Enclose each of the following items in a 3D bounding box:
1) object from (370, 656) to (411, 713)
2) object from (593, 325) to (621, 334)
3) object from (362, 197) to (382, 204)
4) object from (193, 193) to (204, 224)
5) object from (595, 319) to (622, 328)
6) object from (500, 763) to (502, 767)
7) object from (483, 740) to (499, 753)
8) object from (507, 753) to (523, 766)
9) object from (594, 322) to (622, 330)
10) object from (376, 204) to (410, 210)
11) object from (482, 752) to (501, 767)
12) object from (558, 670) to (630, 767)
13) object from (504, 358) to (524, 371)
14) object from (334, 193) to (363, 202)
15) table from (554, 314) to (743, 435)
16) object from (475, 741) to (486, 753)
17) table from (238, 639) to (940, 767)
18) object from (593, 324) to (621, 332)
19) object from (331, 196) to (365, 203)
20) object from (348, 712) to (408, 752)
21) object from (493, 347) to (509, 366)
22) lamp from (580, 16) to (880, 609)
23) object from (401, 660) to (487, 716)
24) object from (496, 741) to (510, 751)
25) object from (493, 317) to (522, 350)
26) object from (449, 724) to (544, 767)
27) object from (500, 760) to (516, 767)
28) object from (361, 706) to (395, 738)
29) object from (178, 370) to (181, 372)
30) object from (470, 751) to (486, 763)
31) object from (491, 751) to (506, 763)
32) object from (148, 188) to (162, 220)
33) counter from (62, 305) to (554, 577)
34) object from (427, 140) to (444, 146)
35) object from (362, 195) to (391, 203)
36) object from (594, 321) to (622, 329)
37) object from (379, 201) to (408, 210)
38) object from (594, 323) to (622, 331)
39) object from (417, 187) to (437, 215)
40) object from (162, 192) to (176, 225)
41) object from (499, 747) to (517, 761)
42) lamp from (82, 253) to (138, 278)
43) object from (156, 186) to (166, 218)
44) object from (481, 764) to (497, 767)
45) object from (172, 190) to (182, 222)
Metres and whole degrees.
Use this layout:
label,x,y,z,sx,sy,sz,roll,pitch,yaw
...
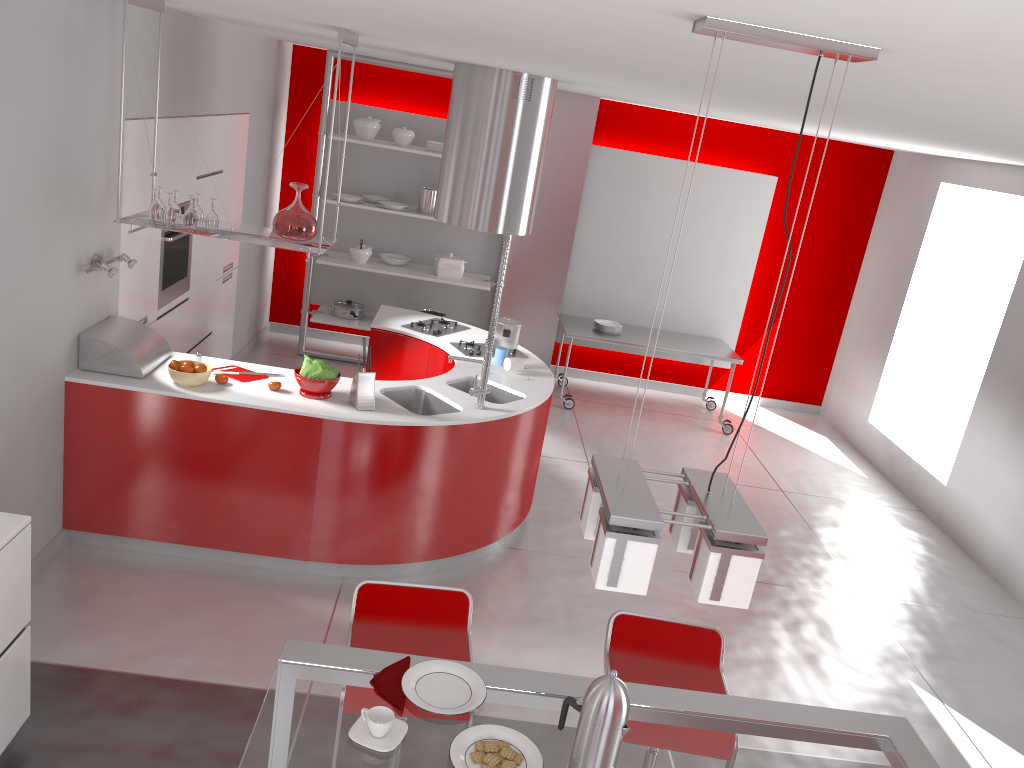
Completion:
label,x,y,z,sx,sy,sz,roll,pitch,yaw
object,-0.307,0.741,2.214,0.095,0.012,0.234,9,17,-4
object,0.835,-0.477,7.797,0.228,0.020,0.228,3,18,-22
object,-1.173,-1.576,7.653,0.280,0.015,0.280,21,20,31
object,-1.500,-0.838,4.232,0.060,0.141,0.060,9,17,-4
object,0.843,-0.525,7.782,0.228,0.020,0.228,3,18,-22
object,-0.011,0.864,1.986,0.034,0.006,0.036,10,17,0
object,-0.048,0.834,2.040,0.034,0.006,0.036,5,18,-15
object,0.008,0.854,2.026,0.034,0.006,0.036,15,18,16
object,0.840,-0.506,7.788,0.228,0.020,0.228,3,18,-22
object,-0.999,-1.479,7.441,0.280,0.015,0.280,18,19,24
object,-0.046,0.847,1.999,0.036,0.006,0.034,21,20,31
object,0.183,0.755,1.973,0.149,0.287,0.113,11,17,3
object,0.005,-0.124,5.366,0.100,0.080,0.109,-2,21,-33
object,-1.373,-1.553,7.422,0.244,0.042,0.244,4,18,-19
table,1.183,-0.098,7.971,1.627,0.682,0.749,9,17,-3
object,-0.067,0.835,2.044,0.036,0.006,0.034,9,17,-4
table,0.177,1.384,2.146,1.700,1.000,0.800,9,17,-4
object,0.836,-0.486,7.794,0.228,0.020,0.228,3,18,-22
object,-1.375,-1.540,7.426,0.280,0.015,0.280,21,20,31
object,-0.306,0.798,2.029,0.119,0.016,0.119,15,18,15
object,-0.074,-0.176,5.456,0.080,0.100,0.109,0,20,-30
lamp,0.384,-0.119,1.675,0.304,1.025,0.304,9,17,-4
object,-0.171,0.761,2.217,0.217,0.015,0.217,20,20,30
object,-0.023,0.840,2.055,0.036,0.006,0.034,8,17,-5
object,-0.037,-0.336,5.787,0.189,0.185,0.218,-5,23,-40
object,-0.036,0.850,2.010,0.217,0.015,0.217,21,20,31
object,-0.008,0.857,1.989,0.034,0.006,0.036,12,17,7
object,-0.309,0.774,2.021,0.078,0.049,0.062,9,17,-5
object,-1.605,-0.049,4.302,0.055,0.058,0.066,10,17,1
object,-0.075,0.845,2.009,0.036,0.006,0.034,4,18,-20
object,-0.032,0.849,2.021,0.036,0.006,0.034,14,18,12
object,-1.667,-0.840,4.145,0.060,0.141,0.060,9,17,-4
counter,-0.899,0.313,5.164,1.868,0.880,2.865,19,20,28
object,-0.610,-2.000,7.405,0.200,0.030,0.200,9,17,-4
object,-1.171,-1.589,7.649,0.244,0.042,0.244,6,18,-12
object,0.841,-0.515,7.785,0.228,0.020,0.228,3,18,-22
object,-0.997,-1.492,7.437,0.244,0.042,0.244,4,18,-19
object,0.838,-0.496,7.791,0.228,0.020,0.228,3,18,-22
object,-0.708,-1.549,7.498,0.184,0.205,0.172,10,17,1
object,-1.585,-0.813,4.104,0.060,0.141,0.060,1,19,-26
object,-0.009,0.844,2.028,0.036,0.006,0.034,16,18,18
lamp,-1.928,-0.573,4.269,0.155,0.081,0.454,9,17,-4
object,-1.680,-0.867,4.225,0.060,0.141,0.060,9,17,-4
object,-0.050,0.859,1.979,0.036,0.006,0.034,2,19,-24
object,-1.596,-0.845,4.202,0.060,0.141,0.060,9,17,-4
